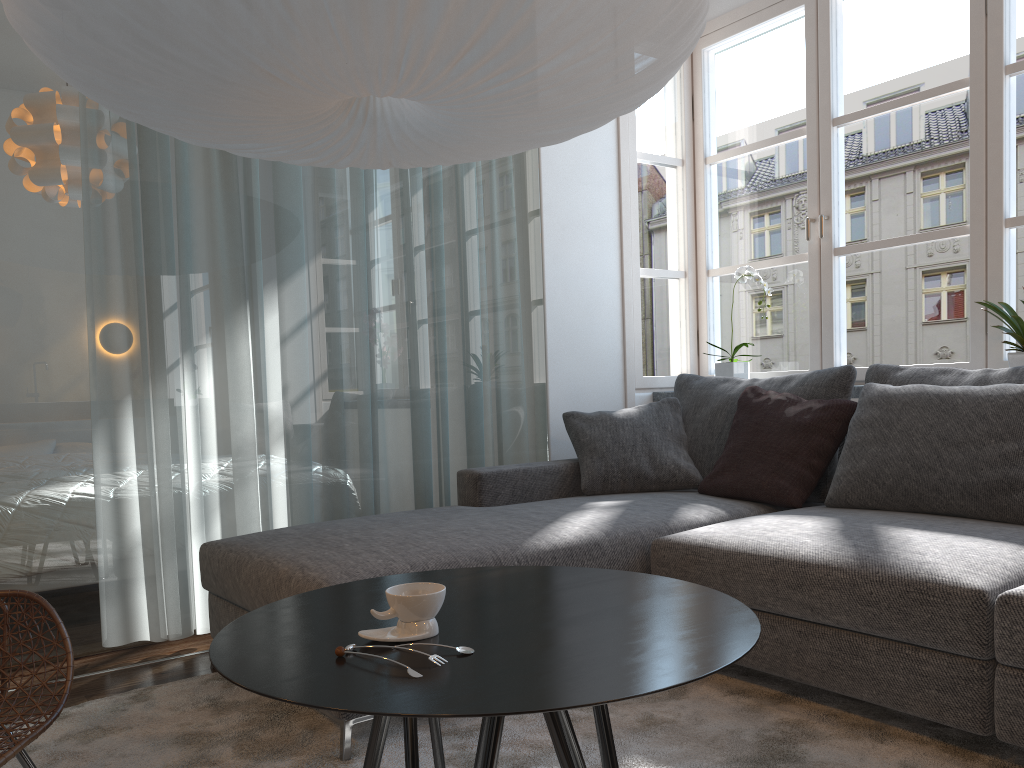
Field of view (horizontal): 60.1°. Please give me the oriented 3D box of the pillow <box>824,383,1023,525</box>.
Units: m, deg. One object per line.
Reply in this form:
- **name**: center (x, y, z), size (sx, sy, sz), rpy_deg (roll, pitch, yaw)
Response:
- **pillow**: center (1.275, 0.188, 2.587), size (0.291, 0.398, 0.666), rpy_deg (-4, 1, -36)

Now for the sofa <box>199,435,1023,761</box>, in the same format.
- **sofa**: center (0.733, 0.494, 2.122), size (2.035, 0.674, 3.067), rpy_deg (-2, 0, -36)

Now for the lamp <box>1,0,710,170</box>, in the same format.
- **lamp**: center (-0.306, -0.687, 1.995), size (1.469, 0.210, 1.467), rpy_deg (-2, 0, 1)

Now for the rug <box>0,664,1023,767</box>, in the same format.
- **rug**: center (-0.177, 0.851, 1.499), size (2.839, 0.012, 2.829), rpy_deg (-2, -1, 34)

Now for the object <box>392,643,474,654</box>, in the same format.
- **object**: center (-0.112, 0.372, 1.252), size (0.124, 0.010, 0.026), rpy_deg (-2, 0, 20)

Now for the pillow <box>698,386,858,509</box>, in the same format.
- **pillow**: center (0.901, 0.206, 3.058), size (0.310, 0.405, 0.521), rpy_deg (-4, 2, -34)

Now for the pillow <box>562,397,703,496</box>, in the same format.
- **pillow**: center (0.457, 0.238, 3.423), size (0.515, 0.361, 0.345), rpy_deg (-2, 2, 3)

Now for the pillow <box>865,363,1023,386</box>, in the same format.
- **pillow**: center (1.398, 0.159, 2.657), size (0.276, 0.476, 0.839), rpy_deg (-4, 2, -36)

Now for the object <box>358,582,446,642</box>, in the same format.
- **object**: center (-0.166, 0.346, 1.333), size (0.139, 0.069, 0.091), rpy_deg (-2, 1, -24)

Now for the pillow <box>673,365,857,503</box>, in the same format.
- **pillow**: center (0.876, 0.185, 3.354), size (0.274, 0.479, 0.836), rpy_deg (-4, 2, -36)

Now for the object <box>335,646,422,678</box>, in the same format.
- **object**: center (-0.183, 0.372, 1.188), size (0.168, 0.015, 0.015), rpy_deg (-2, 1, 41)

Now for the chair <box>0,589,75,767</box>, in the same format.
- **chair**: center (-1.253, 0.529, 1.547), size (0.685, 0.712, 0.716), rpy_deg (-2, 2, -4)

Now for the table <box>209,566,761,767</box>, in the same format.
- **table**: center (-0.031, 0.613, 1.436), size (0.845, 0.474, 0.846), rpy_deg (-2, 1, -34)

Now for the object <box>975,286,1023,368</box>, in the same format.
- **object**: center (1.738, -0.176, 2.916), size (0.376, 0.330, 0.321), rpy_deg (-1, 2, 29)

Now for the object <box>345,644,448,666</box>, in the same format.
- **object**: center (-0.163, 0.371, 1.226), size (0.164, 0.016, 0.025), rpy_deg (-2, 1, 29)
